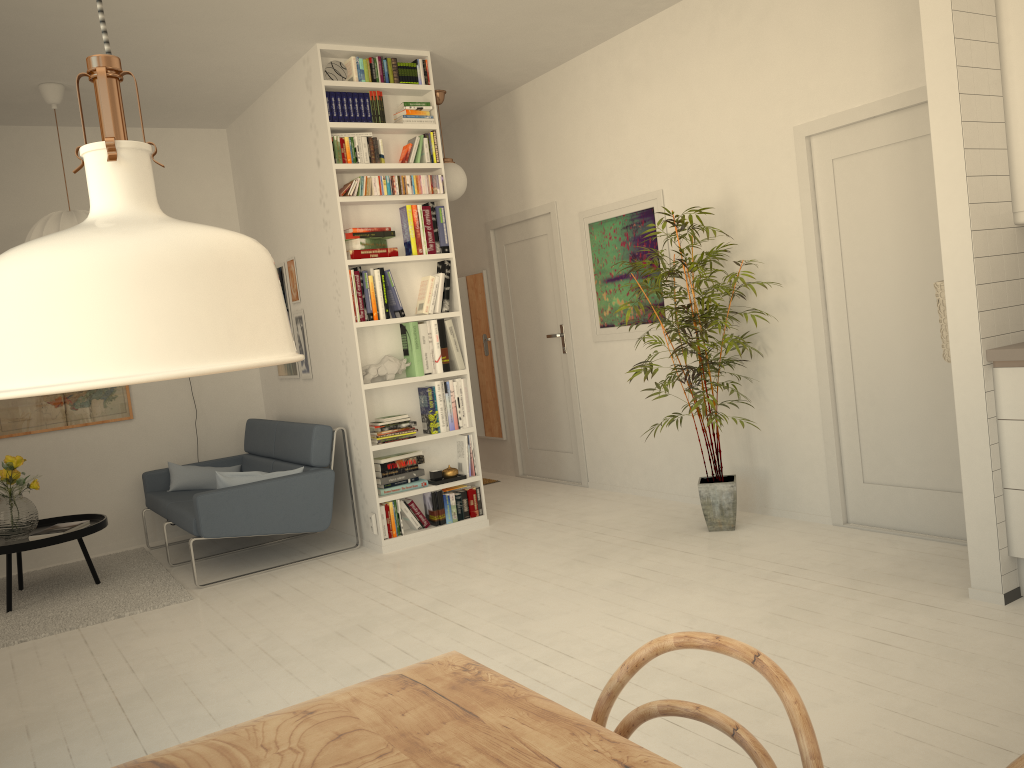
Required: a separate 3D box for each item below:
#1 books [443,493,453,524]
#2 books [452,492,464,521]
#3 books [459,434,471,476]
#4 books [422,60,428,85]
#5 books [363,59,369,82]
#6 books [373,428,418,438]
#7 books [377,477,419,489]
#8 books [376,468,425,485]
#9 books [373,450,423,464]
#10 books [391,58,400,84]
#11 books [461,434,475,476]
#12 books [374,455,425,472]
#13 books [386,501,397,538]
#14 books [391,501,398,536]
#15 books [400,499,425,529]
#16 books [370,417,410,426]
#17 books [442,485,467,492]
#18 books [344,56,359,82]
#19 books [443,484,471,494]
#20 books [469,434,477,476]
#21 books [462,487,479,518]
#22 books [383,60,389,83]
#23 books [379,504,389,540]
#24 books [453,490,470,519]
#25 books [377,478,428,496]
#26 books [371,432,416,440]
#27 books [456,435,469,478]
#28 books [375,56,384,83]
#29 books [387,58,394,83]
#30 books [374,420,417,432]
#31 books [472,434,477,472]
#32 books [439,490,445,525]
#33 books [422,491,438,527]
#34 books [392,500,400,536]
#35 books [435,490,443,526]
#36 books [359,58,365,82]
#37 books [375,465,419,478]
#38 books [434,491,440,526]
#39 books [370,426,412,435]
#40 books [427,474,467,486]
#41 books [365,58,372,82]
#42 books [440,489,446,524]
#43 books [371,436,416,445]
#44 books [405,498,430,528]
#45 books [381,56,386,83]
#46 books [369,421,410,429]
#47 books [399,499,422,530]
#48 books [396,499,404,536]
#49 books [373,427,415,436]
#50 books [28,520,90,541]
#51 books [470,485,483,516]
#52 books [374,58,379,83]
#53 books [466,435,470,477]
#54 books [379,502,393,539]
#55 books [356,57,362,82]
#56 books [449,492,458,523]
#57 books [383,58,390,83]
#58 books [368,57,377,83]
[{"bbox_3d":[-0.443,0.755,5.446,0.044,0.179,0.224,-9,4,-32],"label":"books"},{"bbox_3d":[-0.376,0.752,5.483,0.048,0.163,0.209,-9,4,-32],"label":"books"},{"bbox_3d":[-0.295,0.444,5.508,0.033,0.258,0.130,-9,4,-32],"label":"books"},{"bbox_3d":[-0.575,-1.862,5.399,0.021,0.151,0.228,-9,4,-32],"label":"books"},{"bbox_3d":[-0.905,-1.800,5.208,0.025,0.131,0.253,-9,4,-32],"label":"books"},{"bbox_3d":[-0.710,0.289,5.292,0.255,0.014,0.197,-9,4,-22],"label":"books"},{"bbox_3d":[-0.701,0.581,5.290,0.241,0.024,0.168,-10,5,-37],"label":"books"},{"bbox_3d":[-0.690,0.549,5.279,0.297,0.039,0.165,-10,5,-37],"label":"books"},{"bbox_3d":[-0.699,0.432,5.295,0.297,0.024,0.162,-10,5,-41],"label":"books"},{"bbox_3d":[-0.733,-1.837,5.292,0.032,0.152,0.200,-9,4,-32],"label":"books"},{"bbox_3d":[-0.294,0.440,5.541,0.008,0.256,0.184,-9,4,-32],"label":"books"},{"bbox_3d":[-0.690,0.469,5.283,0.285,0.047,0.185,-9,5,-32],"label":"books"},{"bbox_3d":[-0.740,0.791,5.235,0.020,0.210,0.184,-9,4,-32],"label":"books"},{"bbox_3d":[-0.734,0.790,5.255,0.012,0.206,0.193,-9,4,-32],"label":"books"},{"bbox_3d":[-0.610,0.777,5.313,0.118,0.192,0.118,-9,4,-32],"label":"books"},{"bbox_3d":[-0.734,0.221,5.261,0.212,0.017,0.165,-10,5,-35],"label":"books"},{"bbox_3d":[-0.372,0.640,5.458,0.165,0.006,0.103,-9,5,-32],"label":"books"},{"bbox_3d":[-0.939,-1.800,5.146,0.026,0.149,0.155,-9,4,-32],"label":"books"},{"bbox_3d":[-0.369,0.647,5.481,0.193,0.012,0.130,-9,5,-32],"label":"books"},{"bbox_3d":[-0.282,0.438,5.535,0.007,0.257,0.181,-9,4,-32],"label":"books"},{"bbox_3d":[-0.288,0.730,5.532,0.056,0.180,0.202,-9,4,-32],"label":"books"},{"bbox_3d":[-0.786,-1.820,5.255,0.019,0.137,0.201,-9,4,-32],"label":"books"},{"bbox_3d":[-0.791,0.806,5.212,0.039,0.199,0.185,-9,4,-32],"label":"books"},{"bbox_3d":[-0.343,0.742,5.521,0.050,0.170,0.221,-9,4,-32],"label":"books"},{"bbox_3d":[-0.677,0.612,5.305,0.297,0.038,0.204,-9,4,-27],"label":"books"},{"bbox_3d":[-0.715,0.304,5.258,0.248,0.009,0.171,-9,5,-29],"label":"books"},{"bbox_3d":[-0.329,0.446,5.526,0.034,0.257,0.209,-9,4,-32],"label":"books"},{"bbox_3d":[-0.823,-1.825,5.250,0.024,0.156,0.227,-9,4,-32],"label":"books"},{"bbox_3d":[-0.769,-1.833,5.288,0.032,0.154,0.212,-9,4,-32],"label":"books"},{"bbox_3d":[-0.705,0.249,5.277,0.235,0.025,0.163,-9,4,-26],"label":"books"},{"bbox_3d":[-0.269,0.438,5.532,0.011,0.256,0.139,-9,4,-32],"label":"books"},{"bbox_3d":[-0.476,0.743,5.410,0.015,0.214,0.202,-9,4,-32],"label":"books"},{"bbox_3d":[-0.513,0.749,5.385,0.015,0.214,0.202,-9,4,-32],"label":"books"},{"bbox_3d":[-0.721,0.784,5.265,0.021,0.215,0.174,-9,4,-32],"label":"books"},{"bbox_3d":[-0.484,0.745,5.396,0.015,0.214,0.202,-9,4,-32],"label":"books"},{"bbox_3d":[-0.902,-1.800,5.160,0.023,0.136,0.161,-9,4,-32],"label":"books"},{"bbox_3d":[-0.698,0.514,5.274,0.247,0.039,0.143,-10,5,-35],"label":"books"},{"bbox_3d":[-0.504,0.747,5.399,0.015,0.214,0.202,-9,4,-32],"label":"books"},{"bbox_3d":[-0.723,0.273,5.241,0.238,0.012,0.120,-10,5,-37],"label":"books"},{"bbox_3d":[-0.400,0.581,5.402,0.215,0.023,0.130,-9,5,-32],"label":"books"},{"bbox_3d":[-0.880,-1.808,5.208,0.018,0.141,0.206,-9,4,-32],"label":"books"},{"bbox_3d":[-0.466,0.741,5.423,0.015,0.214,0.202,-9,4,-32],"label":"books"},{"bbox_3d":[-0.714,0.329,5.252,0.247,0.009,0.170,-9,5,-29],"label":"books"},{"bbox_3d":[-0.586,0.776,5.335,0.131,0.188,0.136,-9,4,-32],"label":"books"},{"bbox_3d":[-0.806,-1.828,5.255,0.012,0.157,0.220,-9,4,-32],"label":"books"},{"bbox_3d":[-0.739,0.237,5.247,0.221,0.010,0.169,-9,5,-29],"label":"books"},{"bbox_3d":[-0.640,0.777,5.302,0.135,0.200,0.134,-9,4,-32],"label":"books"},{"bbox_3d":[-0.700,0.782,5.261,0.010,0.215,0.193,-9,4,-32],"label":"books"},{"bbox_3d":[-0.718,0.280,5.265,0.250,0.008,0.135,-10,5,-36],"label":"books"},{"bbox_3d":[-2.553,0.828,5.011,0.200,0.031,0.289,-7,4,2],"label":"books"},{"bbox_3d":[-0.261,0.725,5.571,0.032,0.176,0.230,-9,4,-32],"label":"books"},{"bbox_3d":[-0.839,-1.818,5.231,0.024,0.148,0.188,-9,4,-32],"label":"books"},{"bbox_3d":[-0.322,0.445,5.533,0.030,0.256,0.198,-9,4,-32],"label":"books"},{"bbox_3d":[-0.762,0.797,5.227,0.026,0.206,0.187,-9,4,-32],"label":"books"},{"bbox_3d":[-0.931,-1.802,5.171,0.013,0.146,0.208,-9,4,-32],"label":"books"},{"bbox_3d":[-0.410,0.751,5.461,0.032,0.176,0.222,-9,4,-32],"label":"books"},{"bbox_3d":[-0.780,-1.829,5.267,0.009,0.151,0.208,-9,4,-32],"label":"books"},{"bbox_3d":[-0.851,-1.813,5.204,0.028,0.147,0.192,-9,4,-32],"label":"books"}]
